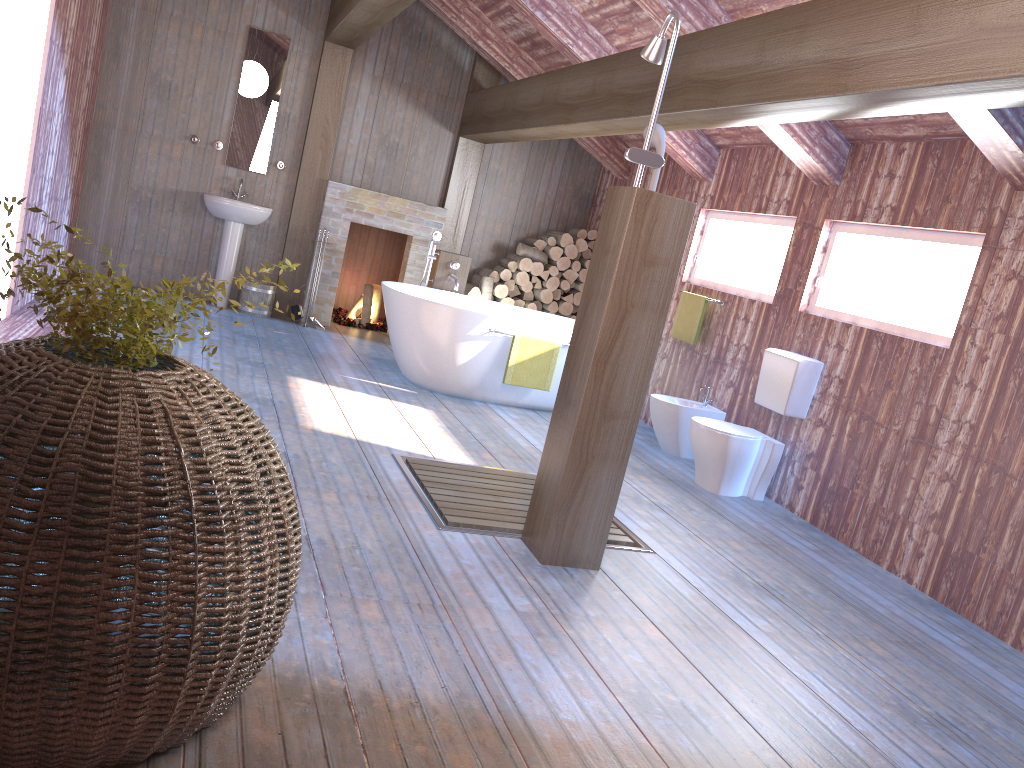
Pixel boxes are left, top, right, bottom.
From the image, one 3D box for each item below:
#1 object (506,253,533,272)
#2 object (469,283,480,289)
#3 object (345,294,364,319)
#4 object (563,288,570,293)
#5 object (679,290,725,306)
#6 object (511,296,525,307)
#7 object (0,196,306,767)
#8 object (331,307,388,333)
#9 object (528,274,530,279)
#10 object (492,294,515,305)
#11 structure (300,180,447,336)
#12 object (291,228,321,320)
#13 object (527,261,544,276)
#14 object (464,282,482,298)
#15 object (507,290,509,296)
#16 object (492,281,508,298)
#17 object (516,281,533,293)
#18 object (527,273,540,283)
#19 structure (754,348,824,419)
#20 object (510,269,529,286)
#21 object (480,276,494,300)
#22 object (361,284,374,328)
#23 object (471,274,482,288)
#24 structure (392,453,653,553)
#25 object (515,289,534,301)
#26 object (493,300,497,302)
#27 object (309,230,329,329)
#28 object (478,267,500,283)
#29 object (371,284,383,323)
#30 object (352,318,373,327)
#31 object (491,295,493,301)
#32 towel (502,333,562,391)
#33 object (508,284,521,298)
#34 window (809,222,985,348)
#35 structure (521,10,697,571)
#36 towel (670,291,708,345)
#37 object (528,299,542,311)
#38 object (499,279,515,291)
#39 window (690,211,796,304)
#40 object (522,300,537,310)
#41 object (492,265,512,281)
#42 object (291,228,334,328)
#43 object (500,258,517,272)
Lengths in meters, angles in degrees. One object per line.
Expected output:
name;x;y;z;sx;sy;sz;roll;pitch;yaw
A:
object;0.069;-1.181;8.597;0.135;0.145;0.439;10;10;-20
object;-0.361;-0.925;8.628;0.099;0.093;0.280;10;10;-20
object;-1.544;-0.756;8.881;0.221;0.306;0.121;15;9;6
object;0.511;-0.949;8.789;0.067;0.069;0.177;10;10;-20
object;1.399;-0.651;6.625;0.091;0.043;0.581;10;10;-20
object;0.024;-0.796;8.677;0.114;0.120;0.303;10;10;-20
object;-0.919;0.162;1.959;0.972;1.073;0.970;6;12;-40
object;-1.561;-0.664;9.065;0.829;0.085;0.935;6;12;-38
object;0.124;-1.053;8.627;0.057;0.061;0.156;10;10;-21
object;-0.114;-0.814;8.640;0.139;0.148;0.458;10;10;-20
structure;-1.309;-1.124;8.335;1.130;1.330;0.226;10;10;-21
object;-1.836;-0.975;7.878;0.136;0.846;0.062;6;12;-39
object;0.172;-1.149;8.640;0.138;0.147;0.440;10;10;-20
object;-0.422;-0.895;8.510;0.139;0.137;0.455;10;10;-22
object;-0.084;-0.901;8.622;0.064;0.068;0.174;10;10;-21
object;-0.165;-0.930;8.577;0.138;0.147;0.440;10;10;-20
object;0.104;-0.972;8.653;0.115;0.123;0.291;10;10;-20
object;0.187;-1.035;8.669;0.088;0.092;0.280;10;10;-20
structure;1.675;-0.010;5.421;0.182;0.363;0.358;10;10;-20
object;0.028;-1.051;8.610;0.141;0.143;0.437;10;10;-22
object;-0.242;-0.871;8.380;0.147;0.298;0.109;11;10;-18
object;-1.429;-0.763;8.739;0.098;0.434;0.283;10;10;-22
object;-0.304;-0.998;8.631;0.108;0.113;0.302;10;10;-20
structure;0.004;0.574;4.207;1.000;0.067;1.000;10;10;-21
object;0.117;-0.896;8.788;0.104;0.127;0.321;10;10;-20
object;-0.250;-0.746;8.620;0.155;0.174;0.483;10;10;-22
object;-1.700;-0.936;7.920;0.206;0.871;0.126;17;10;22
object;-0.220;-1.056;8.572;0.114;0.113;0.301;10;10;-23
object;-1.404;-0.783;8.989;0.140;0.459;0.266;13;9;-3
object;-1.477;-0.609;8.770;0.085;0.084;0.278;18;10;25
object;-0.275;-0.867;8.656;0.121;0.124;0.291;10;10;-20
towel;0.143;-0.148;6.204;0.370;0.361;0.032;9;10;-24
object;-0.017;-0.934;8.731;0.128;0.150;0.323;10;10;-20
window;2.137;-0.582;4.973;0.054;0.587;1.255;10;10;-20
structure;0.448;-0.367;3.535;0.328;2.209;0.522;14;9;0
towel;1.326;-0.498;6.644;0.032;0.361;0.370;10;10;-20
object;0.195;-0.796;8.839;0.116;0.118;0.289;10;10;-23
object;-0.071;-0.980;8.607;0.111;0.113;0.301;10;10;-21
window;1.678;-0.933;6.408;0.054;0.587;1.255;10;10;-20
object;0.121;-0.782;8.709;0.098;0.100;0.437;10;10;-22
object;-0.098;-1.071;8.557;0.115;0.123;0.291;10;10;-20
object;-1.789;-0.966;7.952;0.276;0.888;0.333;17;10;21
object;-0.032;-1.153;8.575;0.106;0.112;0.282;10;10;-20
